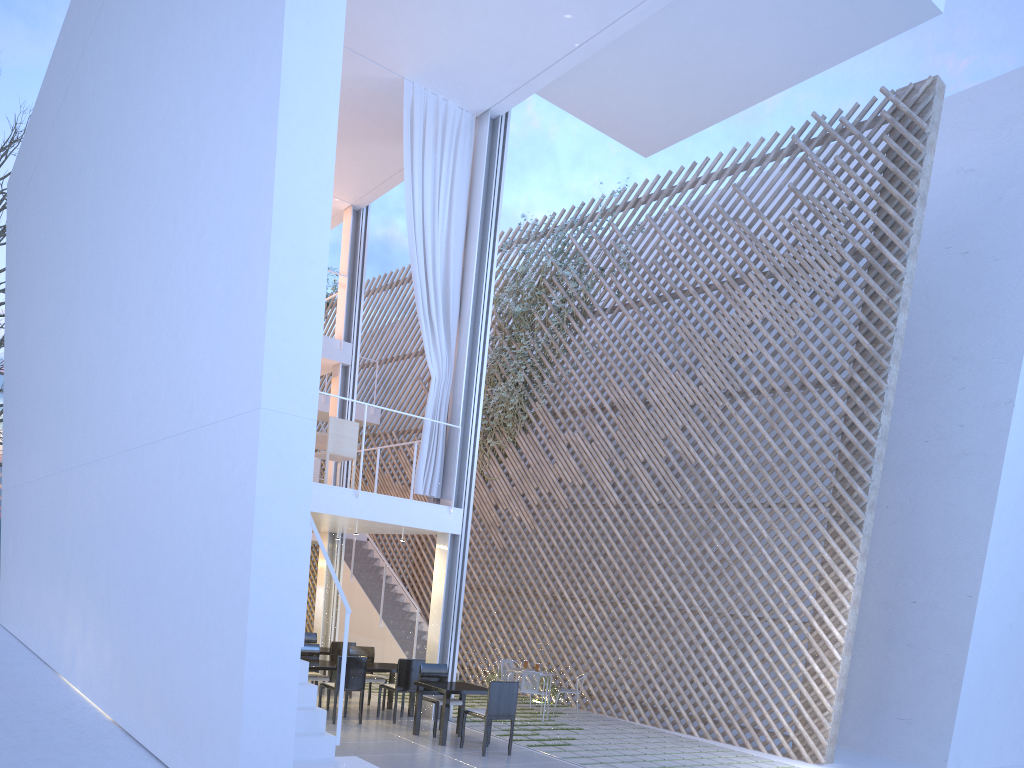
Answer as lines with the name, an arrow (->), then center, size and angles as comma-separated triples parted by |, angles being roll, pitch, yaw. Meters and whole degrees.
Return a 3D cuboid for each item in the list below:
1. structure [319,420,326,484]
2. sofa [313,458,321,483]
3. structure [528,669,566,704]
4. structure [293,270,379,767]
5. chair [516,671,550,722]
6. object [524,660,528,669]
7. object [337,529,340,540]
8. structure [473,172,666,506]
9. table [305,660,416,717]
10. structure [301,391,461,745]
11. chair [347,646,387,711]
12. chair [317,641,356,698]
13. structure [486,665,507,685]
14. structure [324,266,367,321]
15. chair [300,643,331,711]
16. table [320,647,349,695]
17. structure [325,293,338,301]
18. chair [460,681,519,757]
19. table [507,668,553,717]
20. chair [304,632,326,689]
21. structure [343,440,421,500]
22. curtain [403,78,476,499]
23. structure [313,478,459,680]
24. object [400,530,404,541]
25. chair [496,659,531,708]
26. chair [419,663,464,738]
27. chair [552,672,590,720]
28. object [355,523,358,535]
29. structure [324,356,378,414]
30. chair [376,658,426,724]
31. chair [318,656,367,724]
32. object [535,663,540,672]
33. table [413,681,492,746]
structure -> -2.473, 0.772, 9.628 | 0.538, 1.895, 1.232 | 0, 5, -42
sofa -> -1.966, 0.766, 6.532 | 0.512, 0.364, 0.980 | 11, -12, -36
structure -> 0.293, 2.586, 7.044 | 0.311, 0.323, 0.302 | 4, -3, 39
structure -> -1.065, 0.362, 4.726 | 1.751, 3.317, 3.615 | 4, -2, -37
chair -> 0.140, 2.253, 5.969 | 0.261, 0.381, 0.247 | 6, 1, 9
object -> 0.107, 2.172, 6.372 | 0.031, 0.077, 0.031 | 7, 5, 9
object -> -1.320, 1.142, 6.249 | 0.029, 0.080, 0.028 | 4, 6, -25
structure -> 0.262, -0.192, 7.271 | 2.318, 2.737, 0.742 | 4, 3, 44
table -> -1.096, 1.984, 5.359 | 0.942, 0.326, 0.347 | 15, -8, -36
structure -> -0.540, 0.902, 4.338 | 1.391, 1.792, 1.417 | 6, -1, -36
chair -> -0.998, 2.028, 5.665 | 0.194, 0.440, 0.232 | 3, 4, -36
chair -> -1.306, 2.098, 6.071 | 0.194, 0.440, 0.232 | 3, 4, -36
structure -> -0.113, 2.704, 7.547 | 0.272, 0.260, 0.260 | 8, -4, -29
structure -> -3.314, 0.744, 10.957 | 1.121, 4.544, 3.241 | 1, 3, -39
chair -> -1.325, 1.929, 5.417 | 0.194, 0.440, 0.232 | 3, 4, -36
table -> -1.653, 2.113, 6.094 | 0.942, 0.326, 0.347 | 15, -8, -36
structure -> -1.841, -0.390, 7.354 | 0.028, 0.553, 1.695 | 0, -6, -37
chair -> -0.129, 1.839, 4.566 | 0.194, 0.440, 0.232 | 3, 4, -36
table -> 0.126, 2.358, 6.306 | 0.345, 0.333, 0.354 | 5, -4, 16
chair -> -1.586, 2.163, 6.440 | 0.194, 0.440, 0.232 | 3, 4, -36
structure -> -0.879, 0.727, 6.089 | 0.028, 0.553, 1.693 | 0, -6, -37
curtain -> -0.535, -0.512, 5.040 | 0.517, 2.435, 0.094 | 1, 9, -38
structure -> -1.521, 1.882, 8.193 | 1.200, 1.967, 1.932 | 4, -1, -43
object -> -1.969, 1.299, 5.688 | 1.721, 0.810, 1.832 | 14, -13, -38
chair -> -0.003, 2.397, 6.591 | 0.267, 0.381, 0.242 | 6, 1, -36
chair -> -0.430, 1.909, 4.962 | 0.194, 0.440, 0.232 | 3, 4, -36
chair -> 0.451, 2.374, 6.307 | 0.249, 0.381, 0.260 | 6, 1, 4
object -> -0.994, 0.924, 5.264 | 0.029, 0.080, 0.028 | 4, 6, -25
structure -> -1.925, -0.093, 8.535 | 1.172, 0.564, 0.026 | 14, 2, -36
chair -> -0.718, 1.963, 5.296 | 0.194, 0.440, 0.232 | 3, 4, -36
chair -> -1.044, 1.864, 5.048 | 0.194, 0.440, 0.232 | 3, 4, -36
object -> 0.189, 2.136, 6.197 | 0.031, 0.077, 0.031 | 7, 5, 9
table -> -0.345, 1.930, 4.830 | 0.368, 0.331, 0.347 | 9, -5, -36
